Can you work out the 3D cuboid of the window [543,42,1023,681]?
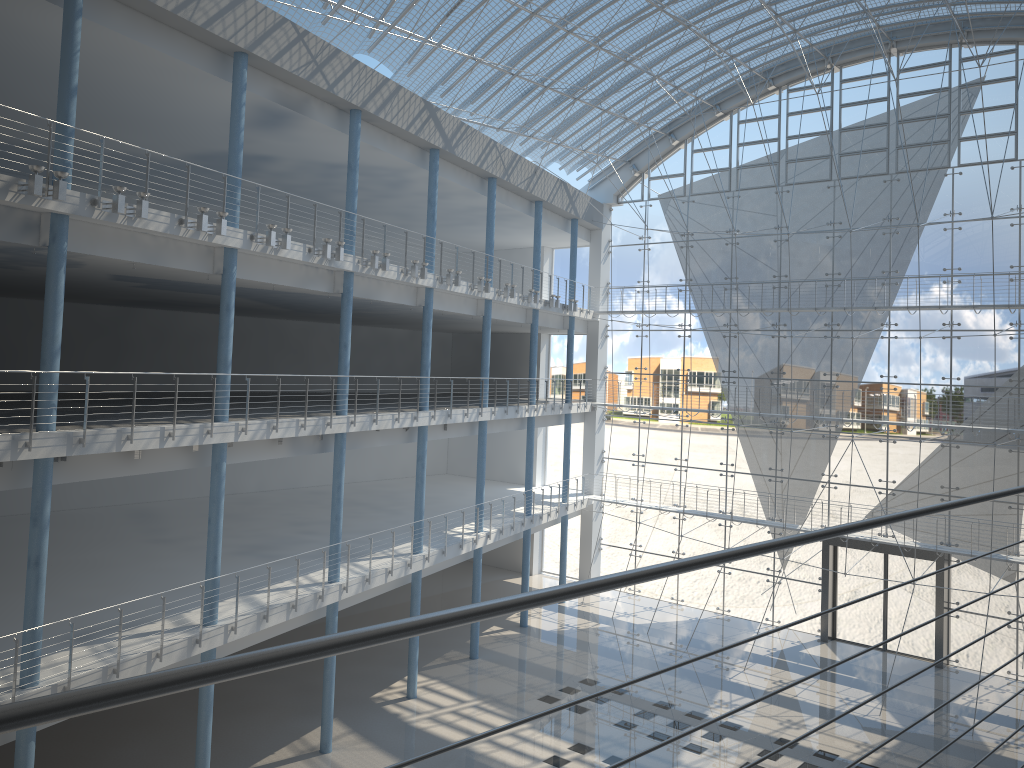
[{"bbox_3d":[1.707,-0.175,4.135,3.850,2.782,0.010,2,-3,40],"label":"window"}]
